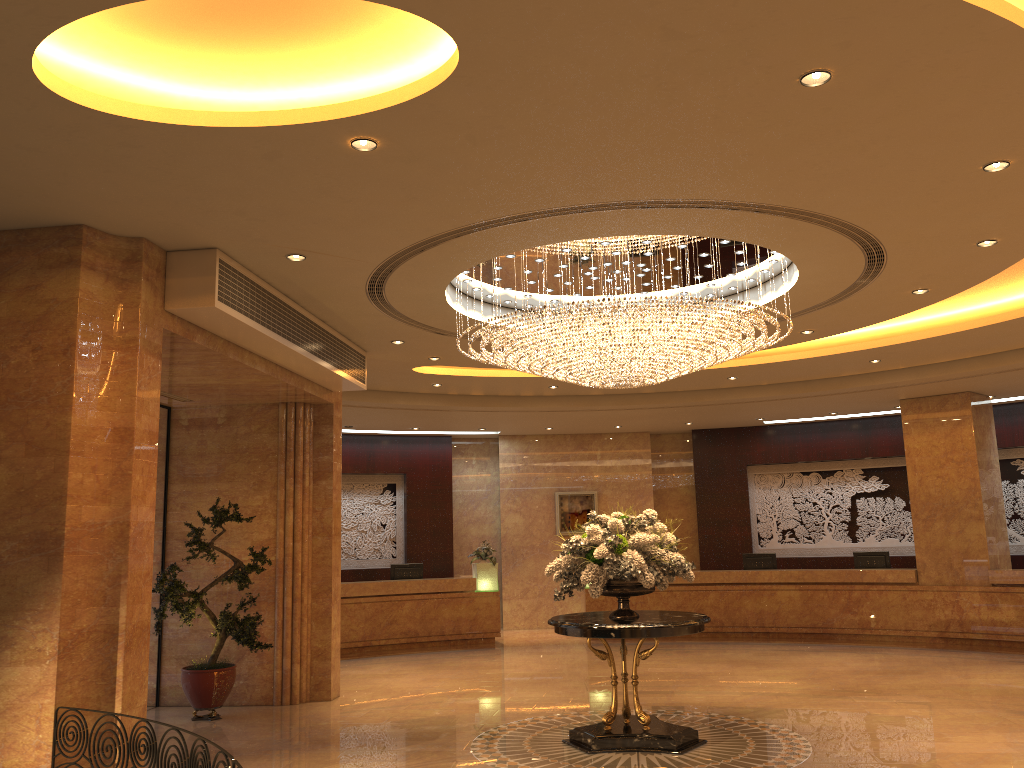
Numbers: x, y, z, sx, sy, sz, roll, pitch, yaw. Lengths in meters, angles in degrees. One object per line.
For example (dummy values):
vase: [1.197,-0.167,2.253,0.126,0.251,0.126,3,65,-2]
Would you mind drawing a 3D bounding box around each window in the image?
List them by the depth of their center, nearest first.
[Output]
window: [-4.429,1.754,8.972,0.047,3.571,3.515,-3,-10,7]

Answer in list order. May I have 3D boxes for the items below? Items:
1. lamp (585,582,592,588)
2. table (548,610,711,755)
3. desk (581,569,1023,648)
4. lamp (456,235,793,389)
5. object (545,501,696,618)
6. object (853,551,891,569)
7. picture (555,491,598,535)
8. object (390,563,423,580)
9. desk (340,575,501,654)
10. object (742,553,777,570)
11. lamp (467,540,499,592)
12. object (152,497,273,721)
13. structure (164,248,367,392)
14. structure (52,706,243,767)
lamp: [1.517,3.300,16.439,0.577,0.925,0.542,-3,-10,9]
table: [1.087,2.684,8.095,1.493,1.089,1.493,-2,-10,1]
desk: [6.692,3.470,13.621,12.951,1.155,3.466,-10,-13,41]
lamp: [1.057,-0.557,8.655,3.206,1.196,3.204,-11,-14,43]
object: [1.044,1.664,8.306,1.277,0.999,1.318,-9,-12,37]
object: [6.276,3.169,15.444,0.430,0.500,0.531,2,-11,-20]
picture: [1.351,2.686,18.433,0.875,0.890,0.068,-1,-10,-2]
object: [-2.058,3.508,16.039,0.918,0.500,0.397,0,-10,-10]
desk: [-2.606,4.040,15.477,5.227,1.155,1.570,4,-11,-28]
object: [4.549,3.357,16.263,0.430,0.500,0.531,5,-12,-32]
lamp: [-0.517,3.311,16.198,0.570,0.923,0.580,-2,-10,4]
object: [-3.261,2.430,9.667,1.250,2.363,0.843,1,-10,-12]
structure: [-2.289,-0.494,9.064,0.425,0.483,4.113,-3,-10,7]
structure: [-2.958,1.909,1.662,3.815,0.995,7.624,-6,-11,25]
